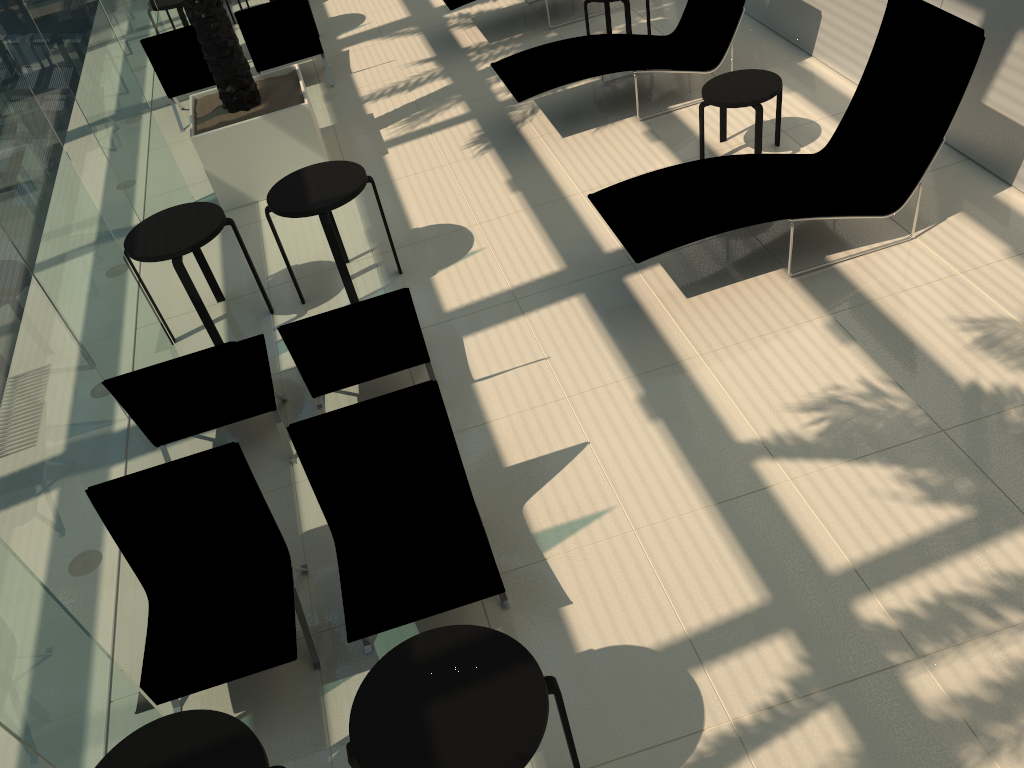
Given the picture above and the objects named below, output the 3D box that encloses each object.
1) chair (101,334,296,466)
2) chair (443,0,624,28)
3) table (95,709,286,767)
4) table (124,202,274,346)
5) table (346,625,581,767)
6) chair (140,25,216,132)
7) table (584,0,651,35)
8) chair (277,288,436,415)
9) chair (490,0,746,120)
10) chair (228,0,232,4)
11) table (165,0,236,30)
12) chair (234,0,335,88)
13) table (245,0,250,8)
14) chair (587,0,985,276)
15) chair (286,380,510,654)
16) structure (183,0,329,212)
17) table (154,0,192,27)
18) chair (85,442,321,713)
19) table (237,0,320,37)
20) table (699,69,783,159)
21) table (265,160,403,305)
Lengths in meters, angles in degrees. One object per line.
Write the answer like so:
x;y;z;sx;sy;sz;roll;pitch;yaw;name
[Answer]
-1.795;-0.022;5.073;0.714;0.962;0.815;-18;43;-4;chair
0.213;-4.380;8.870;2.031;1.254;0.847;-17;43;-3;chair
-1.071;1.676;3.162;0.664;0.846;0.638;17;51;29;table
-2.147;-0.715;5.997;0.672;0.846;0.630;10;47;23;table
-0.149;1.386;3.203;0.664;0.846;0.638;17;51;29;table
-3.249;-3.284;8.935;0.714;0.962;0.815;-18;43;-4;chair
0.994;-3.432;8.168;0.544;0.561;0.516;13;49;27;table
-0.908;-0.300;5.112;0.714;0.962;0.815;-18;43;-4;chair
0.870;-2.906;7.124;2.031;1.254;0.847;-17;43;-3;chair
-4.255;-5.506;11.572;0.714;0.962;0.815;-18;43;-4;chair
-3.951;-4.786;10.814;0.668;0.846;0.634;13;49;26;table
-2.362;-3.562;8.974;0.714;0.962;0.815;-18;43;-4;chair
-3.029;-5.076;10.855;0.668;0.846;0.634;13;49;26;table
1.548;-1.386;5.324;2.031;1.254;0.847;-17;43;-3;chair
-0.489;0.677;3.959;0.714;0.962;0.815;-18;43;-4;chair
-2.751;-4.565;5.229;4.780;7.596;4.115;-22;43;-9;structure
-3.594;-3.963;9.843;0.672;0.846;0.630;10;47;23;table
-1.375;0.956;3.920;0.714;0.962;0.815;-18;43;-4;chair
-2.672;-4.253;9.883;0.672;0.846;0.630;10;47;23;table
1.672;-1.912;6.368;0.544;0.561;0.516;13;49;27;table
-1.225;-1.005;6.037;0.672;0.846;0.630;10;47;23;table
